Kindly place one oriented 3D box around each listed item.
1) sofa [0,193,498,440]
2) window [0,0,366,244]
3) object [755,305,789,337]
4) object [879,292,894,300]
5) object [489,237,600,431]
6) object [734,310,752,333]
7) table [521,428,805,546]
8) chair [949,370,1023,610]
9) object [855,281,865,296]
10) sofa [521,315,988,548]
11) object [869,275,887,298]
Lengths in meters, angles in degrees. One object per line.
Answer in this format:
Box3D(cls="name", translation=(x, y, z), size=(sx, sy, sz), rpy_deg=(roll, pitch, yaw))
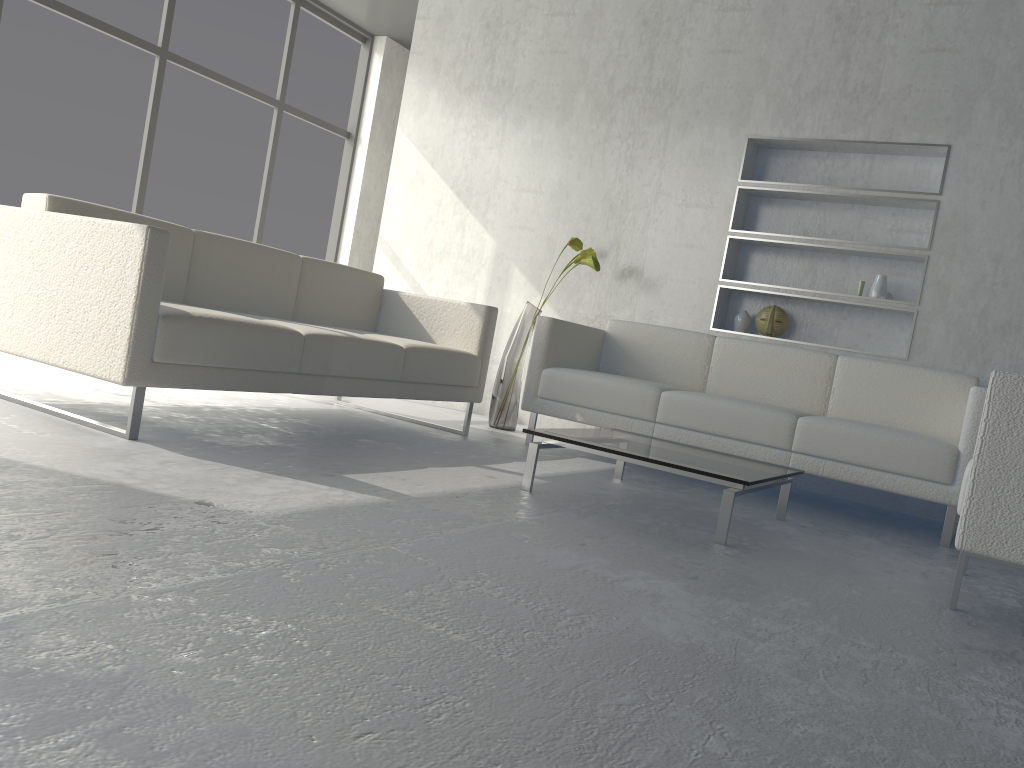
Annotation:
Box3D(cls="sofa", translation=(-0.896, -0.198, 3.399), size=(0.821, 0.658, 1.881), rpy_deg=(12, 3, 29))
Box3D(cls="window", translation=(-2.123, -1.436, 5.239), size=(0.037, 2.477, 4.080), rpy_deg=(12, 3, 29))
Box3D(cls="object", translation=(1.298, -0.313, 4.439), size=(0.163, 0.179, 0.088), rpy_deg=(11, 3, 19))
Box3D(cls="object", translation=(1.752, -0.406, 4.149), size=(0.064, 0.050, 0.064), rpy_deg=(12, 3, 35))
Box3D(cls="object", translation=(0.199, -0.254, 4.500), size=(0.387, 1.051, 0.400), rpy_deg=(8, 3, -33))
Box3D(cls="object", translation=(1.179, -0.313, 4.535), size=(0.086, 0.128, 0.086), rpy_deg=(13, 4, 40))
Box3D(cls="table", translation=(0.516, 0.316, 2.972), size=(0.730, 0.190, 0.773), rpy_deg=(12, 3, 29))
Box3D(cls="chair", translation=(1.604, 0.309, 2.248), size=(0.821, 0.662, 0.748), rpy_deg=(12, 3, 29))
Box3D(cls="object", translation=(1.675, -0.448, 4.265), size=(0.074, 0.094, 0.074), rpy_deg=(10, 3, -7))
Box3D(cls="sofa", translation=(1.060, 0.127, 3.945), size=(1.881, 0.658, 0.821), rpy_deg=(12, 3, 29))
Box3D(cls="object", translation=(1.747, -0.452, 4.218), size=(0.079, 0.130, 0.079), rpy_deg=(12, 3, 27))
